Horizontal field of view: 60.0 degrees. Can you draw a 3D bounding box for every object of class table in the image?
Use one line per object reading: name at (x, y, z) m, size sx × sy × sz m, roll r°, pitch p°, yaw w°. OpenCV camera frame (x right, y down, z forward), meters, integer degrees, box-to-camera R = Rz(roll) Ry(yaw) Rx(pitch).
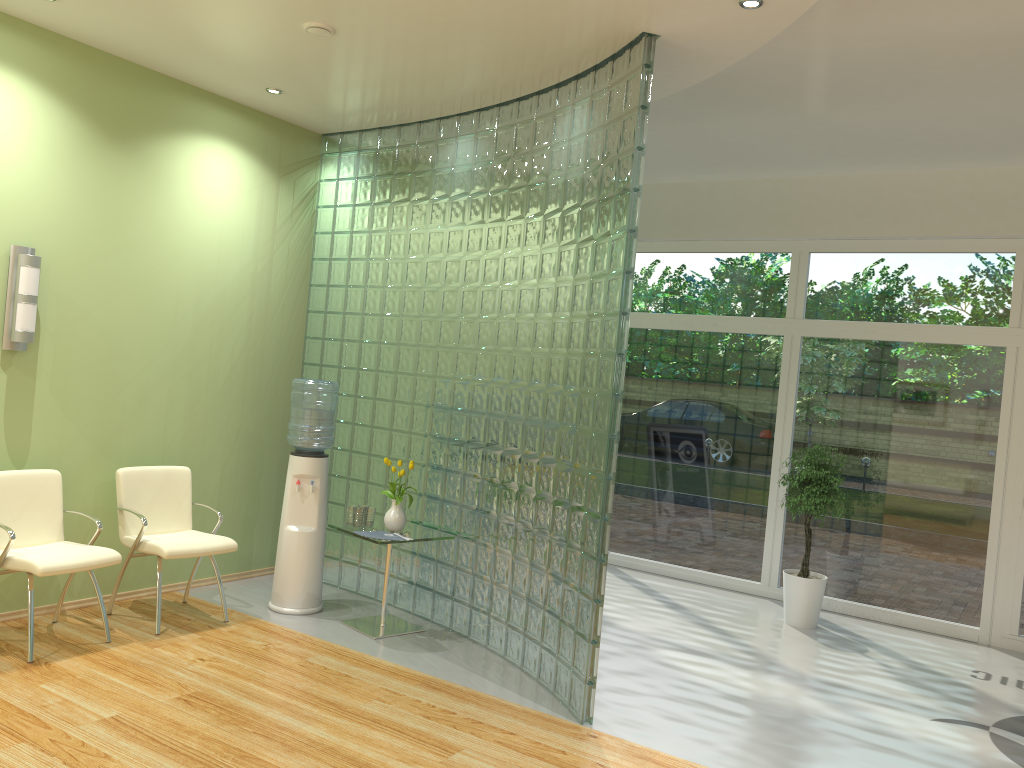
table at (-0.791, 1.227, 5.599) m, size 0.581 × 0.614 × 0.581 m, roll 5°, pitch 1°, yaw -43°

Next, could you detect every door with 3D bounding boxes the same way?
door at (4.311, 0.894, 6.094) m, size 1.500 × 2.200 × 0.218 m, roll 6°, pitch 1°, yaw 33°

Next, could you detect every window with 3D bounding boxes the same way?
window at (3.849, 0.447, 6.420) m, size 9.401 × 3.000 × 0.092 m, roll 6°, pitch 1°, yaw 33°

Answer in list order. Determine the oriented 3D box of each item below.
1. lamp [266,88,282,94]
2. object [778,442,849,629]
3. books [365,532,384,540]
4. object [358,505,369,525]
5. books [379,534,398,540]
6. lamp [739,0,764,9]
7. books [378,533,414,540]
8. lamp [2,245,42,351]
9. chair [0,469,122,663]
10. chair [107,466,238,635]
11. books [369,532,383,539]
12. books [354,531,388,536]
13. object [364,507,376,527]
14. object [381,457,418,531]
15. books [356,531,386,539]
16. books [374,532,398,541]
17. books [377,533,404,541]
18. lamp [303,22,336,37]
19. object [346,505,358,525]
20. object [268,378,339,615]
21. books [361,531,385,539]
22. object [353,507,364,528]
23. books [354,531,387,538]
lamp at (-1.540, -1.893, 5.736) m, size 0.105 × 0.011 × 0.105 m, roll 5°, pitch 1°, yaw 14°
object at (2.218, 1.111, 6.657) m, size 0.503 × 1.376 × 0.590 m, roll 5°, pitch 1°, yaw 13°
books at (-0.790, 0.918, 5.377) m, size 0.150 × 0.004 × 0.210 m, roll 5°, pitch 1°, yaw 18°
object at (-0.960, 0.842, 5.708) m, size 0.072 × 0.119 × 0.071 m, roll 6°, pitch 1°, yaw 33°
books at (-0.719, 0.925, 5.379) m, size 0.150 × 0.004 × 0.210 m, roll 5°, pitch 1°, yaw -22°
lamp at (1.032, -1.641, 3.827) m, size 0.105 × 0.011 × 0.105 m, roll 5°, pitch 1°, yaw -41°
books at (-0.702, 0.926, 5.388) m, size 0.150 × 0.004 × 0.210 m, roll 5°, pitch 1°, yaw -32°
lamp at (-2.708, -0.472, 4.916) m, size 0.142 × 0.580 × 0.134 m, roll 6°, pitch 1°, yaw 33°
chair at (12.319, 2.231, 6.711) m, size 30.806 × 0.986 × 0.748 m, roll 5°, pitch 0°, yaw -7°
chair at (-2.063, 0.978, 5.397) m, size 0.650 × 0.881 × 0.536 m, roll 6°, pitch 1°, yaw 38°
books at (-0.772, 0.920, 5.373) m, size 0.150 × 0.004 × 0.210 m, roll 5°, pitch 0°, yaw 8°
books at (-0.847, 0.913, 5.421) m, size 0.210 × 0.004 × 0.150 m, roll 5°, pitch 1°, yaw -32°
object at (-0.907, 0.848, 5.648) m, size 0.072 × 0.119 × 0.071 m, roll 6°, pitch 1°, yaw 33°
object at (-0.719, 0.695, 5.589) m, size 0.219 × 0.459 × 0.201 m, roll 5°, pitch 1°, yaw -27°
books at (-0.822, 0.915, 5.394) m, size 0.150 × 0.004 × 0.210 m, roll 6°, pitch 1°, yaw 38°
books at (-0.754, 0.922, 5.372) m, size 0.150 × 0.004 × 0.210 m, roll 5°, pitch 0°, yaw -2°
books at (-0.736, 0.923, 5.374) m, size 0.150 × 0.004 × 0.210 m, roll 5°, pitch 0°, yaw -12°
lamp at (-0.999, -1.827, 4.594) m, size 0.167 × 0.024 × 0.167 m, roll 5°, pitch 1°, yaw 16°
object at (-1.026, 0.837, 5.656) m, size 0.072 × 0.119 × 0.071 m, roll 6°, pitch 1°, yaw 33°
object at (-1.356, 0.725, 5.834) m, size 0.353 × 1.506 × 0.353 m, roll 6°, pitch 1°, yaw 40°
books at (-0.807, 0.917, 5.384) m, size 0.150 × 0.004 × 0.210 m, roll 5°, pitch 1°, yaw 28°
object at (-0.971, 0.842, 5.593) m, size 0.072 × 0.119 × 0.071 m, roll 6°, pitch 1°, yaw 33°
books at (-0.836, 0.914, 5.407) m, size 0.210 × 0.004 × 0.150 m, roll 5°, pitch 1°, yaw -42°
